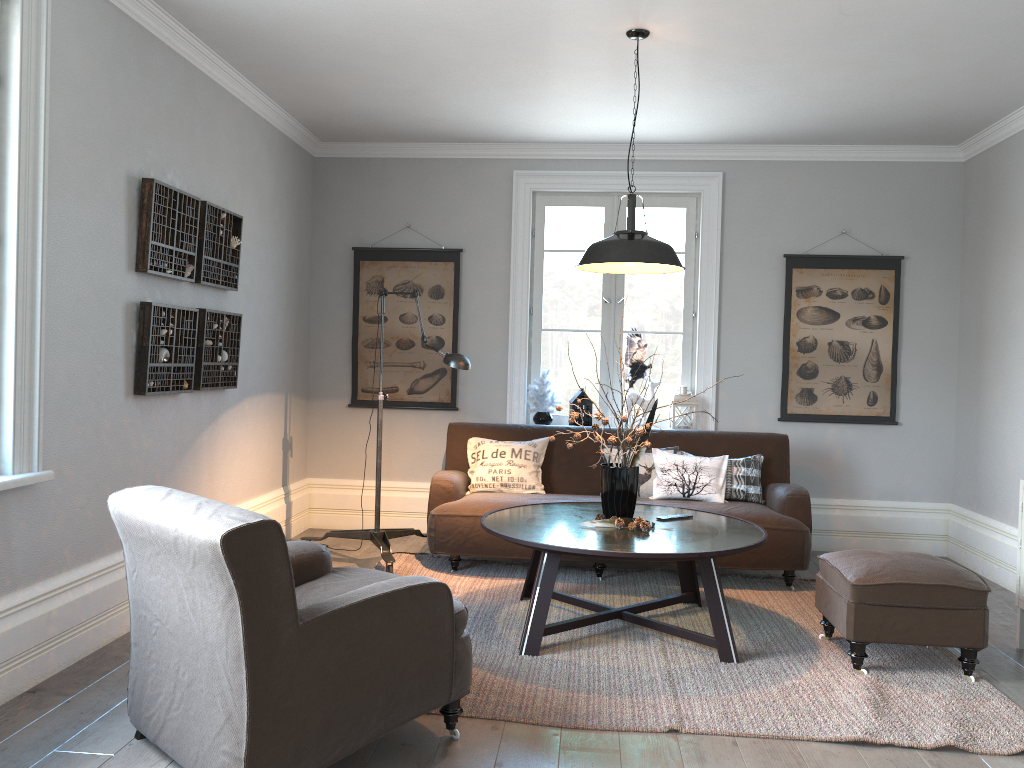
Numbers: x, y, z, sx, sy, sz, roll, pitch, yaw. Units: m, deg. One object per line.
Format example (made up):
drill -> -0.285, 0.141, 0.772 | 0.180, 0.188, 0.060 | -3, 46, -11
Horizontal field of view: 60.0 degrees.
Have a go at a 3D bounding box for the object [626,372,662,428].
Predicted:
object -> 0.889, 0.121, 5.999 | 0.239, 0.410, 0.128 | 2, 1, 1

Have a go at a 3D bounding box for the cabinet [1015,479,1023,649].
cabinet -> 2.400, 0.823, 3.406 | 0.408, 0.757, 1.152 | 2, 1, 5

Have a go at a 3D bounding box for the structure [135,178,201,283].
structure -> -1.604, -0.703, 4.131 | 0.099, 0.416, 0.468 | 2, 1, 5

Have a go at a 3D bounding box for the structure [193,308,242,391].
structure -> -1.556, -0.179, 4.692 | 0.086, 0.416, 0.468 | 2, 1, 5

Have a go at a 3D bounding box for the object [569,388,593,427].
object -> 0.474, 0.171, 6.117 | 0.155, 0.284, 0.155 | 2, 1, -5

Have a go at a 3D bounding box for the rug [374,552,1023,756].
rug -> 0.524, 1.088, 4.132 | 2.819, 0.090, 2.400 | 2, 1, 6

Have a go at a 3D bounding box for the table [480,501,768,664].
table -> 0.497, 0.894, 4.095 | 1.300, 0.503, 1.300 | 2, 1, -2

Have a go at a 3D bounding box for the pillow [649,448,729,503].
pillow -> 1.051, 0.546, 5.269 | 0.471, 0.309, 0.188 | 2, 1, 6

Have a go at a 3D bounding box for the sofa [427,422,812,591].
sofa -> 0.617, 0.697, 5.317 | 2.165, 0.824, 0.969 | 2, 1, 5

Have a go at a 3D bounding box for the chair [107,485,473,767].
chair -> -0.662, 0.732, 2.826 | 0.970, 0.795, 0.807 | 1, 2, -44

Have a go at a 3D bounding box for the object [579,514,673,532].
object -> 0.513, 0.620, 3.999 | 0.404, 0.067, 0.153 | 2, 1, 23

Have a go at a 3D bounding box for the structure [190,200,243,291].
structure -> -1.533, -0.715, 4.663 | 0.105, 0.416, 0.468 | 2, 1, 5

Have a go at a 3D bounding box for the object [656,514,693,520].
object -> 0.788, 0.643, 4.291 | 0.207, 0.011, 0.051 | 1, 2, -35

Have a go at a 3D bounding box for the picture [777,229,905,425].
picture -> 2.224, -0.390, 6.001 | 0.793, 1.313, 0.057 | 2, 1, 5

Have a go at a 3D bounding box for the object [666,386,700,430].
object -> 1.159, 0.172, 6.034 | 0.193, 0.322, 0.193 | 2, 1, -1

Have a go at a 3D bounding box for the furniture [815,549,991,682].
furniture -> 1.628, 0.948, 3.741 | 0.583, 0.440, 0.574 | 2, 1, 5

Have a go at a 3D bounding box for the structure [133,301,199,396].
structure -> -1.604, -0.161, 4.145 | 0.086, 0.416, 0.468 | 2, 1, 5

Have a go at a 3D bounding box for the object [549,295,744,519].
object -> 0.618, 0.118, 4.009 | 0.853, 1.066, 0.525 | 1, 1, -24

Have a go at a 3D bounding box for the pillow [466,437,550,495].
pillow -> -0.033, 0.507, 5.480 | 0.519, 0.368, 0.240 | 2, 1, 5

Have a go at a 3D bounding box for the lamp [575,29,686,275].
lamp -> 0.556, -1.066, 4.063 | 0.504, 1.076, 0.504 | 1, 1, -37

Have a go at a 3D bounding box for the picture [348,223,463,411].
picture -> -0.751, -0.479, 6.264 | 0.793, 1.313, 0.057 | 2, 1, 5

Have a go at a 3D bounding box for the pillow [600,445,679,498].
pillow -> 0.767, 0.545, 5.370 | 0.472, 0.347, 0.159 | 2, 1, 3

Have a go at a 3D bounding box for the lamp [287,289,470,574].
lamp -> -0.853, 0.252, 5.476 | 1.864, 1.644, 0.797 | 3, 1, 43

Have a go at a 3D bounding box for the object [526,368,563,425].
object -> 0.205, 0.092, 6.132 | 0.263, 0.424, 0.247 | 2, 1, 41

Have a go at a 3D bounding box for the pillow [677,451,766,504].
pillow -> 1.261, 0.562, 5.363 | 0.542, 0.288, 0.183 | 2, 1, 6
